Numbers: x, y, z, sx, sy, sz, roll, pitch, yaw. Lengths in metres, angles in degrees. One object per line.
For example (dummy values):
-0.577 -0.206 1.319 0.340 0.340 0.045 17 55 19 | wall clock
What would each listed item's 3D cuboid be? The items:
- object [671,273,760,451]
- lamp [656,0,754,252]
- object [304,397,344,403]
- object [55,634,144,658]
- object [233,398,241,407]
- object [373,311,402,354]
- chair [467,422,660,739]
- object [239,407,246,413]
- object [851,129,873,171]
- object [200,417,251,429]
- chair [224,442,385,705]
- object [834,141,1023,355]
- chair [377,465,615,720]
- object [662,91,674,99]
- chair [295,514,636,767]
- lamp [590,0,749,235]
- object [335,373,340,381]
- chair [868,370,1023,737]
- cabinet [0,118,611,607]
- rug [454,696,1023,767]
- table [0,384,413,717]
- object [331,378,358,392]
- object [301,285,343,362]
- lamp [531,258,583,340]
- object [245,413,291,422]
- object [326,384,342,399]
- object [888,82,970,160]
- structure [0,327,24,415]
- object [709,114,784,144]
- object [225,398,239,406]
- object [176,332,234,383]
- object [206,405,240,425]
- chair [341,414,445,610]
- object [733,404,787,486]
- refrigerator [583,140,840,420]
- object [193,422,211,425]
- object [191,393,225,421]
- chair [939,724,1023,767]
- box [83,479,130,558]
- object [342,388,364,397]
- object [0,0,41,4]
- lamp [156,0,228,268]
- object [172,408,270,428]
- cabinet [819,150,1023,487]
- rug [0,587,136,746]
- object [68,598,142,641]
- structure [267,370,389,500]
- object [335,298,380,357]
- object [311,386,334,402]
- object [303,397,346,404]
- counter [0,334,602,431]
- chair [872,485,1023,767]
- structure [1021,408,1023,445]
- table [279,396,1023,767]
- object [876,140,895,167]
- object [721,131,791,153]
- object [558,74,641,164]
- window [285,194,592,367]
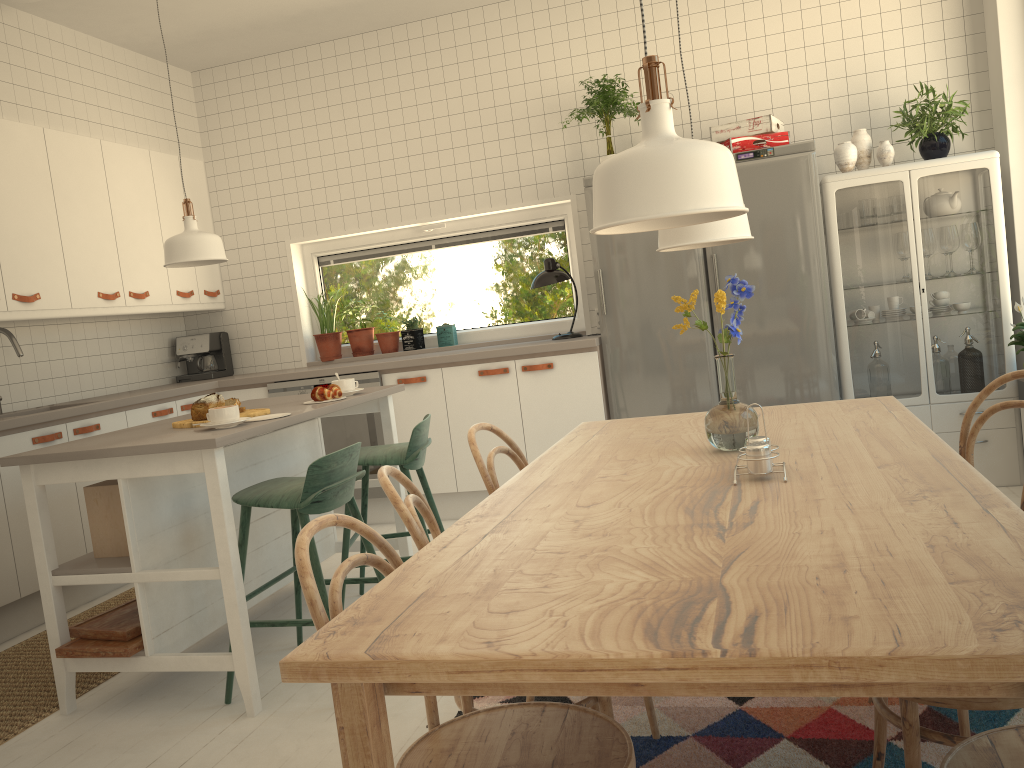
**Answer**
0.474 -0.047 1.963 0.145 0.388 0.206 -9 5 -22 | object
0.363 -1.120 2.060 0.230 1.595 0.229 -9 5 -28 | lamp
-0.732 0.063 3.478 0.122 0.005 0.120 -4 6 34 | object
-1.261 0.821 2.989 0.280 0.030 0.431 -6 5 16 | object
-1.016 0.080 3.190 0.083 0.055 0.073 -5 5 23 | object
-0.772 -0.329 5.585 0.194 0.277 0.177 -8 5 -17 | object
0.171 0.489 2.414 0.483 0.810 0.386 -6 5 19 | chair
-1.008 0.096 3.221 0.077 0.017 0.068 -5 5 24 | object
1.728 -1.152 4.383 0.102 0.206 0.102 -7 4 0 | object
-0.930 0.131 2.884 0.160 0.020 0.160 -9 5 -18 | object
-0.681 0.596 2.947 0.446 0.751 0.485 -6 5 16 | chair
2.009 -0.595 4.085 0.943 1.207 0.261 -4 5 32 | object
0.002 0.549 1.936 0.483 0.810 0.386 -7 4 -1 | chair
0.762 -1.310 4.610 0.163 0.383 0.154 -4 6 39 | object
-0.046 0.597 1.428 0.483 0.810 0.386 -6 4 14 | chair
0.131 -1.024 1.238 0.230 1.595 0.229 -10 5 -39 | lamp
-0.707 -0.004 3.662 0.028 0.086 0.102 -10 5 -33 | object
1.104 0.397 2.128 0.483 0.810 0.385 -8 4 -11 | chair
-1.468 -0.206 3.201 2.852 2.158 4.848 -6 5 16 | cabinet
0.610 0.881 2.006 1.748 0.035 3.027 -6 5 16 | rug
-0.997 0.543 3.402 0.794 0.864 1.425 -6 5 16 | table
-0.690 0.012 3.646 0.094 0.060 0.099 -6 5 13 | object
-1.176 -0.401 5.700 0.300 0.498 0.334 -7 4 -1 | object
0.240 -0.485 5.043 0.239 0.465 0.263 -3 6 45 | lamp
-0.840 0.115 3.028 0.167 0.005 0.167 -6 5 12 | object
-0.700 0.031 3.486 0.060 0.059 0.074 -8 5 -14 | object
2.044 -1.276 4.337 0.371 0.385 0.373 -4 5 35 | object
-2.450 -0.065 4.279 0.236 0.421 0.063 -5 5 24 | structure
1.215 -1.296 4.571 0.312 0.082 0.308 -5 5 29 | object
-1.017 0.081 3.161 0.083 0.057 0.072 -5 5 22 | object
-2.021 -0.170 5.703 0.316 0.292 0.280 -6 5 17 | object
-0.936 0.103 2.881 0.098 0.064 0.094 -9 5 -25 | object
-0.480 0.524 3.528 0.446 0.751 0.485 -7 4 1 | chair
0.463 0.105 1.675 0.095 0.138 0.155 -6 5 16 | object
1.086 -0.268 4.724 1.145 1.777 0.559 -6 4 16 | refrigerator
-0.984 0.127 2.912 0.132 0.011 0.027 -10 6 -34 | object
-1.061 0.078 3.090 0.086 0.087 0.090 -5 5 24 | object
0.802 0.517 1.118 0.483 0.810 0.386 -6 5 19 | chair
-1.246 0.431 3.083 0.237 0.242 0.357 -6 5 17 | box
-0.688 0.039 3.645 0.160 0.020 0.160 -6 5 13 | object
-2.247 -1.794 4.005 0.351 0.101 0.351 -10 5 -31 | object
-1.261 -1.183 3.232 0.229 1.490 0.230 -6 4 17 | lamp
-1.032 0.122 3.157 0.237 0.019 0.307 -4 6 33 | object
2.035 -0.288 4.462 0.789 1.592 0.453 -6 4 16 | cabinet
-1.704 1.050 3.598 0.750 0.004 2.001 -6 5 16 | rug
-1.260 0.784 3.063 0.280 0.030 0.431 -5 5 25 | object
-0.950 0.281 5.366 0.705 0.710 0.704 -6 5 16 | structure
-0.966 -0.361 5.660 0.258 0.369 0.234 -5 5 28 | object
-0.751 0.038 3.467 0.070 0.060 0.131 -10 6 -35 | object
-0.733 0.065 3.474 0.167 0.005 0.167 -6 5 12 | object
-1.417 0.187 3.230 2.856 0.163 4.848 -6 5 16 | counter
0.866 0.468 1.619 0.483 0.810 0.386 -6 4 14 | chair
2.307 0.265 3.652 0.113 0.276 1.017 -6 5 16 | structure
0.446 0.546 1.782 0.894 0.748 1.799 -6 5 16 | table
1.810 -1.115 4.298 0.082 0.126 0.082 -8 4 -12 | object
1.226 -1.214 4.574 0.309 0.082 0.312 -7 5 -4 | object
0.513 -1.367 4.668 0.474 0.544 0.468 -5 5 30 | object
-0.451 -0.615 5.546 1.897 0.815 0.294 -6 4 16 | window
